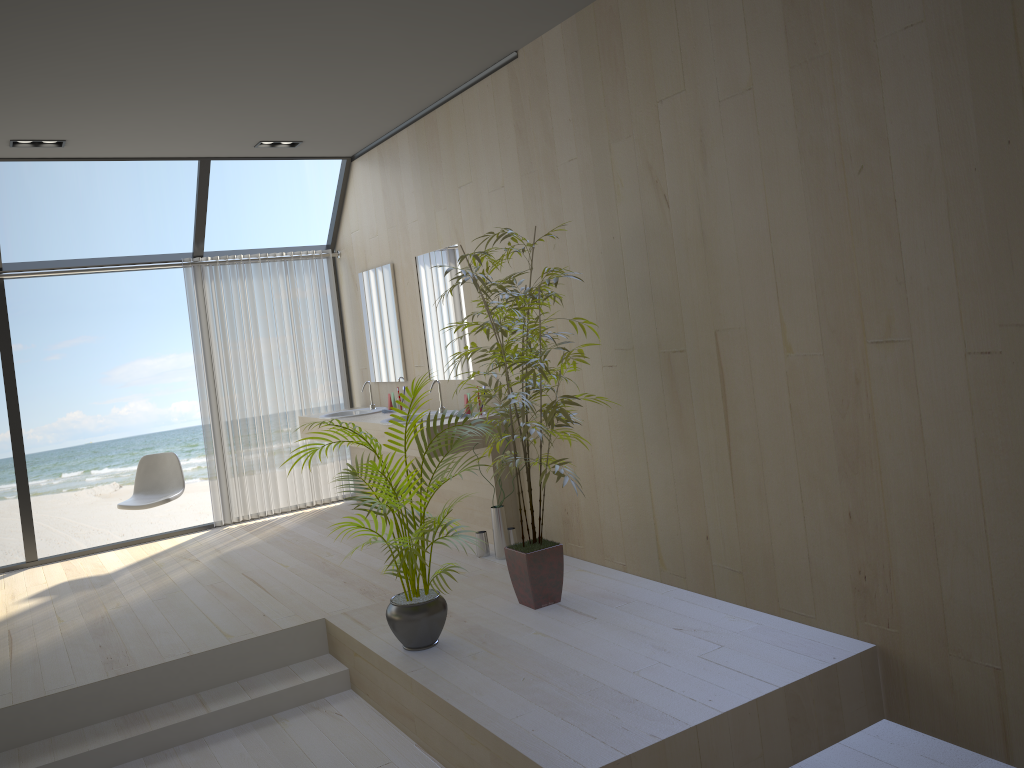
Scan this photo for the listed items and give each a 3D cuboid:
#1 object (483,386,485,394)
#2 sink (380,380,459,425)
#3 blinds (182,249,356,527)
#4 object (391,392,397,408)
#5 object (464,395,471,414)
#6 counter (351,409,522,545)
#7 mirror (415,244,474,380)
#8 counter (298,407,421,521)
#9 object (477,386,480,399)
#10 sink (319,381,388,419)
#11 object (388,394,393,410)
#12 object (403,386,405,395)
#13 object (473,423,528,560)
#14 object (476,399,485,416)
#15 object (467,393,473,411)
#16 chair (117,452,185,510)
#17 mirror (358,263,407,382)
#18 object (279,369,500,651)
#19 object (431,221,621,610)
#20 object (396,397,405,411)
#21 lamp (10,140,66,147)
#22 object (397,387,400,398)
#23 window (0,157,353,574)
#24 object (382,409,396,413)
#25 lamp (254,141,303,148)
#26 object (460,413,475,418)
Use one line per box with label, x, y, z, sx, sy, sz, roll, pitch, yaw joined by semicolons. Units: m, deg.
object;-0.177;0.099;5.352;0.054;0.175;0.012;-7;0;-5
sink;-0.584;0.200;5.613;0.505;0.419;0.573;-8;3;-27
blinds;-1.905;-0.013;7.086;1.186;2.069;0.084;-7;1;-31
object;-0.877;0.129;6.555;0.039;0.135;0.039;-7;1;18
object;-0.275;0.131;5.403;0.039;0.135;0.039;-7;1;11
counter;-0.511;0.605;5.669;0.552;0.790;1.203;-8;3;-30
mirror;-0.445;-0.458;5.876;0.023;0.868;0.652;-7;1;-30
counter;-1.123;0.611;6.706;0.552;0.790;1.203;-8;3;-30
object;-0.197;0.102;5.322;0.012;0.178;0.050;-7;1;9
sink;-1.195;0.206;6.651;0.505;0.419;0.573;-8;3;-27
object;-0.887;0.137;6.441;0.039;0.135;0.039;-7;1;18
object;-0.788;0.105;6.390;0.054;0.175;0.012;-7;0;-5
object;-0.037;0.603;5.093;0.408;0.749;0.273;-8;1;-43
object;-0.188;0.142;5.351;0.058;0.100;0.058;-7;1;-20
object;-0.266;0.123;5.517;0.039;0.135;0.039;-7;1;11
chair;-2.546;0.688;6.259;0.369;0.347;0.455;-7;2;-2
mirror;-0.993;-0.449;6.754;0.023;0.868;0.652;-7;1;-30
object;-0.497;0.525;3.699;0.915;1.156;0.752;-7;1;3
object;0.087;0.140;4.114;0.787;1.756;0.935;-7;1;-5
object;-0.799;0.148;6.389;0.059;0.100;0.058;-7;1;-24
lamp;-2.930;-1.533;5.458;0.302;0.112;0.163;-9;3;-30
object;-0.808;0.108;6.359;0.012;0.178;0.050;-7;1;9
window;-3.230;-0.135;6.093;4.576;2.812;0.743;-8;1;-31
object;-0.884;0.192;6.361;0.104;0.029;0.033;-6;2;10
lamp;-1.648;-1.736;6.223;0.302;0.112;0.163;-9;3;-30
object;-0.273;0.186;5.323;0.104;0.029;0.033;-6;2;10
